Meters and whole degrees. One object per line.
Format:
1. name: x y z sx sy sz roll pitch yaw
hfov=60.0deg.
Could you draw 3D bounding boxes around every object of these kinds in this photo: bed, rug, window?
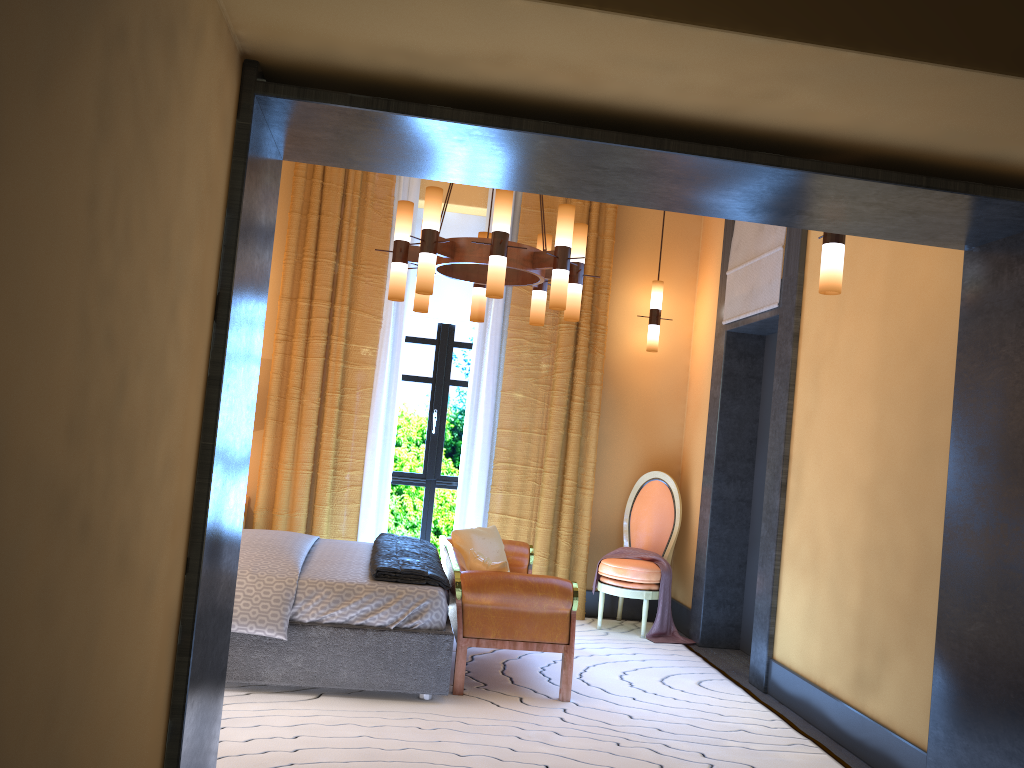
1. bed: -1.392 0.985 4.855 2.107 0.824 1.890 6 -4 -7
2. rug: -0.500 1.526 4.776 3.703 0.016 3.390 6 -4 -7
3. window: -0.567 0.154 6.871 1.200 2.997 0.130 6 -3 -7

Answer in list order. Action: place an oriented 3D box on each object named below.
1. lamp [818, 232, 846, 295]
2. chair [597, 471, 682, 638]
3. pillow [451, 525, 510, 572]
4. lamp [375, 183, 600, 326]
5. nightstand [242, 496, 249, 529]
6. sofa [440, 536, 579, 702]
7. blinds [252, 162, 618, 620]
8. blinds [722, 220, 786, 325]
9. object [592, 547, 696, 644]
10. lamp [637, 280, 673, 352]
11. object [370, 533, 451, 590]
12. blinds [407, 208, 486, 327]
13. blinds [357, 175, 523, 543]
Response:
1. lamp: 1.318 -0.633 3.617 0.199 0.531 0.199 3 -3 38
2. chair: 0.909 1.191 6.372 0.499 1.146 0.633 4 -3 26
3. pillow: -0.787 0.971 5.547 2.626 0.406 1.149 3 -4 34
4. lamp: -0.043 -1.474 4.844 1.140 2.166 1.142 5 -3 15
5. nightstand: -2.220 1.100 6.025 0.720 0.689 0.681 6 -3 -7
6. sofa: -0.084 1.266 5.090 0.650 0.639 1.616 6 -4 -7
7. blinds: -0.476 -0.432 6.494 2.451 4.142 0.134 6 -3 -7
8. blinds: 1.602 -1.216 5.727 0.042 1.575 0.895 6 -3 -7
9. object: 0.941 1.467 6.263 0.802 0.571 0.429 3 -4 40
10. lamp: 1.076 -0.507 6.665 0.199 0.531 0.199 3 -3 38
11. object: -0.582 0.964 4.954 0.405 0.104 1.462 6 -4 -7
12. blinds: -0.463 -0.903 6.907 1.200 0.872 0.013 6 -3 -7
13. blinds: -0.527 -0.409 6.571 2.051 4.072 0.237 6 -3 -10
